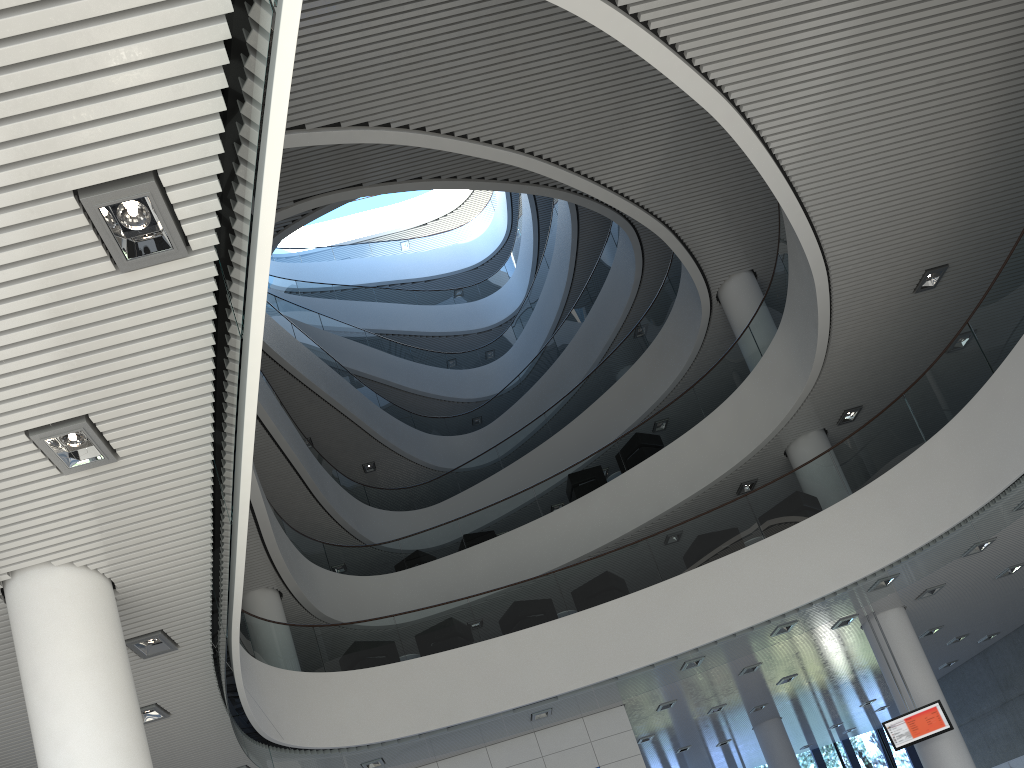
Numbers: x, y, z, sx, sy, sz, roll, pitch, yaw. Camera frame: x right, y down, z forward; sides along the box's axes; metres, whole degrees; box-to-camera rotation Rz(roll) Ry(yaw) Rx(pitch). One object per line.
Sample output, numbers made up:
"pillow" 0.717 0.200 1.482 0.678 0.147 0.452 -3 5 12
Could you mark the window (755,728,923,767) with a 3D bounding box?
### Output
"window" 3.671 9.705 16.328 17.948 2.616 0.087 -15 -13 -4
